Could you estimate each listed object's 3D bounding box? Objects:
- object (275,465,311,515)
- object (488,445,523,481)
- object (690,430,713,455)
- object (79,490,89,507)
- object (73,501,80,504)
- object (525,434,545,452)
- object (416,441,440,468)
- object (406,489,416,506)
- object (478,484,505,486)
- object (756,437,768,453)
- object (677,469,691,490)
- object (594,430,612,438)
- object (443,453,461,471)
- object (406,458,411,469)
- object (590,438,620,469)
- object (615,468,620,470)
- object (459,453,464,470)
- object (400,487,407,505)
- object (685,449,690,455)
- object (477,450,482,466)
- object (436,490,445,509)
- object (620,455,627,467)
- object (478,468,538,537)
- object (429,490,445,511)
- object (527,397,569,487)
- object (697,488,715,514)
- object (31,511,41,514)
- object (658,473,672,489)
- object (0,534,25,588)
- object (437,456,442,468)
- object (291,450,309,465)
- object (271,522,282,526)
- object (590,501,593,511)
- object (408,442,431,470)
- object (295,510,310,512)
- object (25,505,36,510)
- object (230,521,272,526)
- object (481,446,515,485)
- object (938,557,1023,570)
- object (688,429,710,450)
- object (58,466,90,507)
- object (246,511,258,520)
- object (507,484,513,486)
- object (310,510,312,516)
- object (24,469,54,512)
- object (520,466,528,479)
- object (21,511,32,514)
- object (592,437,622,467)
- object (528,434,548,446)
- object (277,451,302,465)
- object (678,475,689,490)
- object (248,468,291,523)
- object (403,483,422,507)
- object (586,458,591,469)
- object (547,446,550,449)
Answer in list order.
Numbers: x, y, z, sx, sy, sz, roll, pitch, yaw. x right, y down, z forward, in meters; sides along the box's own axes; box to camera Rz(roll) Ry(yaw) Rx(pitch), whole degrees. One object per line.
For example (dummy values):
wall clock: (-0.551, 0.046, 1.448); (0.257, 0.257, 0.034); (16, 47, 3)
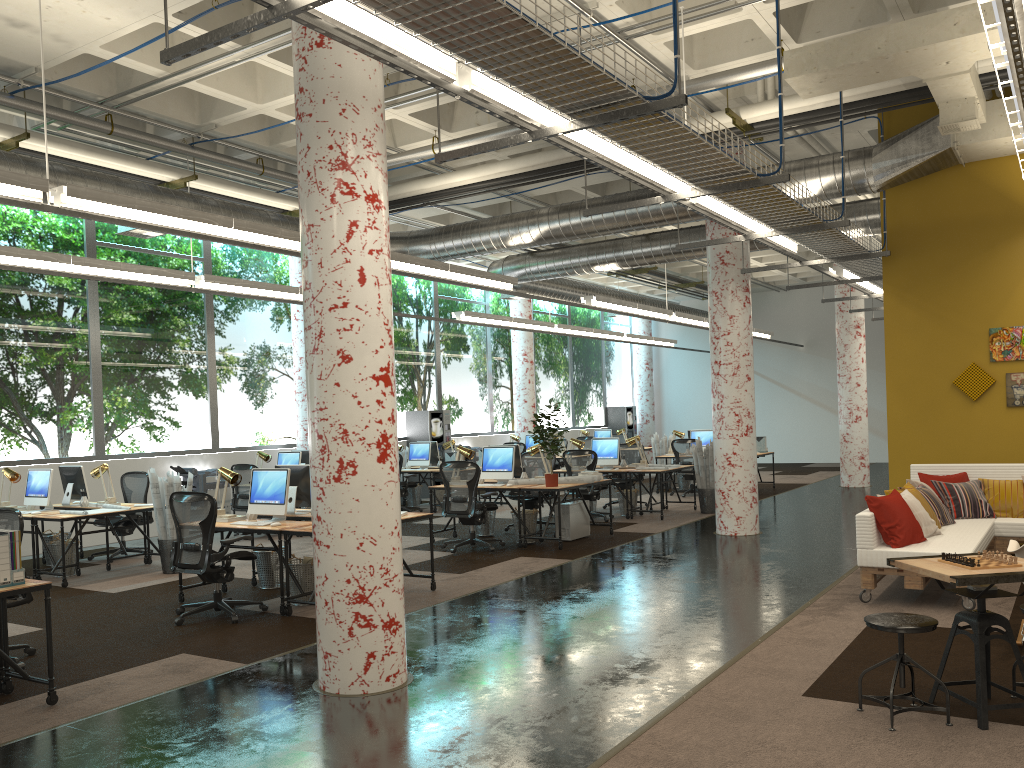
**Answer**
object: (-2.121, 1.029, 8.631); (0.484, 0.485, 0.189); (-3, 0, 33)
object: (-0.098, 1.055, 11.834); (0.484, 0.485, 0.189); (-3, 0, 33)
object: (3.706, 1.141, 17.212); (0.484, 0.485, 0.189); (-3, 0, 33)
object: (-5.055, 1.350, 10.462); (0.101, 0.209, 0.101); (-2, 0, -12)
object: (-5.434, 1.476, 11.053); (0.059, 0.029, 0.106); (-3, -2, 34)
object: (0.508, 1.342, 19.269); (0.484, 0.485, 0.189); (-3, 0, 33)
object: (-1.580, 1.314, 16.503); (0.484, 0.485, 0.189); (-3, 0, 33)
object: (-1.895, 2.094, 16.594); (0.235, 0.403, 0.119); (-2, 1, 33)
object: (-0.296, 1.267, 11.078); (0.439, 0.017, 0.118); (-4, -3, 33)
object: (4.862, 1.196, 17.397); (0.281, 0.302, 0.150); (-3, 0, 33)
object: (3.503, 1.928, 17.953); (0.359, 0.435, 0.353); (-2, 0, 29)
object: (2.262, 1.382, 22.001); (0.484, 0.485, 0.189); (-3, 0, 33)
object: (-1.036, 1.337, 15.251); (0.281, 0.302, 0.150); (-3, 0, 33)
object: (-1.892, 1.451, 16.152); (0.101, 0.209, 0.101); (-2, 0, -12)
object: (1.474, 1.098, 13.919); (0.484, 0.485, 0.189); (-3, 0, 33)
object: (1.612, 1.306, 13.566); (0.059, 0.029, 0.106); (-3, -2, 34)
object: (-0.956, 1.338, 15.375); (0.281, 0.302, 0.150); (-3, 0, 33)
object: (-2.186, 2.141, 17.119); (0.353, 0.398, 0.353); (-2, -1, -38)
object: (3.460, 1.298, 17.448); (0.101, 0.209, 0.101); (-2, 0, -12)
object: (-0.490, 1.349, 16.101); (0.281, 0.302, 0.150); (-3, 0, 33)
object: (-1.272, 2.041, 15.849); (0.235, 0.403, 0.119); (-2, 1, 33)
object: (1.796, 1.238, 14.274); (0.101, 0.209, 0.101); (-2, 0, -12)
object: (-0.067, 1.534, 11.314); (0.849, 0.934, 0.104); (-2, 1, 28)
object: (-1.320, 2.027, 15.785); (0.359, 0.435, 0.353); (-2, 0, 29)
object: (0.432, 0.691, 10.586); (0.514, 1.078, 0.438); (-2, 0, 23)
object: (3.067, 1.812, 13.758); (0.353, 0.398, 0.353); (-2, -1, -12)
object: (-5.239, 1.418, 9.754); (0.059, 0.029, 0.106); (-3, -2, 34)
object: (3.165, 1.989, 18.414); (0.353, 0.398, 0.353); (-2, -1, -12)
object: (-2.995, 1.020, 5.165); (0.281, 0.302, 0.150); (-3, 0, 33)
object: (-1.323, 1.434, 16.272); (0.101, 0.209, 0.101); (-2, 0, -12)
object: (-3.268, 1.276, 13.876); (0.484, 0.485, 0.189); (-3, 0, 33)
object: (-2.048, 1.217, 7.691); (0.059, 0.029, 0.106); (-3, -2, 34)
object: (1.224, 1.898, 14.596); (0.235, 0.403, 0.119); (-2, 1, 33)
object: (-1.880, 1.671, 16.084); (1.079, 1.210, 0.190); (-3, 0, 33)
object: (-1.971, 1.264, 8.807); (0.439, 0.017, 0.118); (-4, -3, 33)
object: (-5.624, 1.367, 10.343); (0.101, 0.209, 0.101); (-2, 0, -12)
object: (-2.320, 1.241, 7.875); (0.439, 0.017, 0.118); (-4, -3, 33)
object: (-0.163, 1.035, 11.248); (0.484, 0.485, 0.189); (-3, 0, 33)
object: (2.363, 0.906, 4.482); (0.273, 0.012, 0.273); (-2, -2, -7)
object: (3.772, 1.161, 17.798); (0.484, 0.485, 0.189); (-3, 0, 33)
object: (-5.312, 1.230, 10.693); (0.484, 0.485, 0.189); (-3, 0, 33)
object: (-2.433, 1.166, 8.280); (0.101, 0.209, 0.101); (-2, 0, -12)
object: (-0.024, 1.243, 10.894); (0.059, 0.029, 0.106); (-3, -2, 34)
object: (-1.864, 1.149, 8.399); (0.101, 0.209, 0.101); (-2, 0, -12)
object: (-5.378, 1.210, 10.107); (0.484, 0.485, 0.189); (-3, 0, 33)
object: (0.159, 1.175, 11.602); (0.101, 0.209, 0.101); (-2, 0, -12)
object: (-5.510, 1.442, 9.938); (0.439, 0.017, 0.118); (-4, -3, 33)
object: (1.539, 1.118, 14.505); (0.484, 0.485, 0.189); (-3, 0, 33)
object: (0.573, 1.363, 19.855); (0.484, 0.485, 0.189); (-3, 0, 33)
object: (-3.333, 1.256, 13.290); (0.484, 0.485, 0.189); (-3, 0, 33)
object: (3.456, 1.941, 17.889); (0.235, 0.403, 0.119); (-2, 1, 33)
object: (-2.187, 1.009, 8.045); (0.484, 0.485, 0.189); (-3, 0, 33)
object: (-1.851, 2.081, 16.658); (0.353, 0.435, 0.369); (-2, 0, -22)
object: (1.227, 1.255, 14.154); (0.101, 0.209, 0.101); (-2, 0, -12)
object: (0.830, 1.482, 19.624); (0.101, 0.209, 0.101); (-2, 0, -12)
